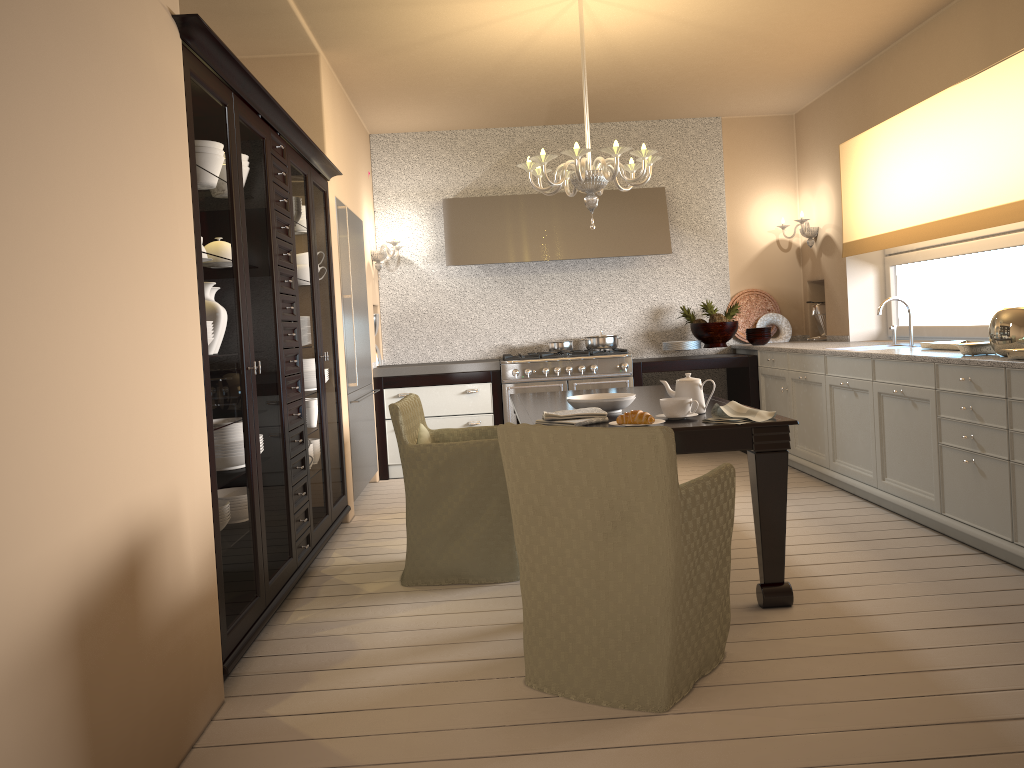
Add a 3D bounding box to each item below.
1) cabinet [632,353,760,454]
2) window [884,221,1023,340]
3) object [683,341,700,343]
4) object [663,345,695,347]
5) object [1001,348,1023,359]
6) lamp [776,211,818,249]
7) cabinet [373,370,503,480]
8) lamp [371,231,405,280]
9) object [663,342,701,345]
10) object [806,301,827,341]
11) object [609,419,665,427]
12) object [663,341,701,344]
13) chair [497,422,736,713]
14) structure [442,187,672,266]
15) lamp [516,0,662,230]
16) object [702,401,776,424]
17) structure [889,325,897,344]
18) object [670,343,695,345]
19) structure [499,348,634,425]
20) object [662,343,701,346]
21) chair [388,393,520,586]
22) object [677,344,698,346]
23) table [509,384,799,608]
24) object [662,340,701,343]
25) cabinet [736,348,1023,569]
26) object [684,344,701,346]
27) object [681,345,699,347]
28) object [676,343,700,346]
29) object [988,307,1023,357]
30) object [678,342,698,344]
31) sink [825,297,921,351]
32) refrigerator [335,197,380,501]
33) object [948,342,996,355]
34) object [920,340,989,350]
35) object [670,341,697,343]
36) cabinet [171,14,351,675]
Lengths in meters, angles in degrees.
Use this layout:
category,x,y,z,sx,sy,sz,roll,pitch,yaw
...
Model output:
category,x,y,z,sx,sy,sz,roll,pitch,yaw
cabinet,1.311,0.165,6.600,0.896,0.724,0.601,-3,2,-2
window,2.655,-0.881,4.374,0.047,1.351,3.572,-3,3,-2
object,1.236,-0.300,6.457,0.278,0.011,0.278,-4,4,-14
object,1.237,-0.275,6.458,0.278,0.011,0.278,-4,4,-14
object,1.993,-0.107,3.138,0.274,0.034,0.447,-3,4,-2
lamp,2.187,-1.149,6.667,0.264,0.266,0.480,-3,3,-3
cabinet,-0.517,0.274,6.531,0.896,0.724,0.637,-3,2,-2
lamp,-0.935,-0.942,6.577,0.269,0.340,0.480,-3,3,-3
object,1.237,-0.292,6.457,0.278,0.011,0.278,-4,4,-14
object,2.451,-0.487,6.737,0.391,0.306,0.383,-3,3,-2
object,0.433,0.139,3.073,0.194,0.014,0.194,-5,4,-26
object,1.237,-0.297,6.456,0.278,0.011,0.278,-4,4,-14
chair,0.332,0.484,2.602,0.563,0.800,0.562,-2,3,34
structure,0.324,-1.174,6.685,1.661,0.510,0.480,-3,2,-2
lamp,0.356,-1.301,4.231,0.675,1.126,0.702,-3,2,17
object,0.793,0.094,3.077,0.205,0.063,0.197,-6,4,-39
structure,2.299,-0.286,5.341,0.037,0.135,0.024,-3,1,-2
object,1.237,-0.289,6.457,0.278,0.011,0.278,-4,4,-14
structure,0.395,0.166,6.519,0.929,0.804,0.706,-3,2,-2
object,1.238,-0.283,6.457,0.278,0.011,0.278,-4,4,-14
chair,-0.203,0.442,3.766,0.561,0.800,0.564,-3,2,4
object,1.238,-0.280,6.458,0.278,0.011,0.278,-4,4,-14
table,0.493,0.415,3.962,0.918,0.653,1.994,-3,3,-2
object,1.237,-0.306,6.457,0.278,0.011,0.278,-4,4,-14
cabinet,2.194,0.197,4.897,0.846,0.770,4.228,-3,3,-2
object,1.238,-0.278,6.457,0.278,0.011,0.278,-4,4,-14
object,1.239,-0.272,6.458,0.278,0.011,0.278,-4,4,-14
object,1.237,-0.286,6.456,0.278,0.011,0.278,-4,4,-14
object,2.028,-0.209,3.522,0.235,0.195,0.236,-3,3,15
object,1.237,-0.294,6.457,0.278,0.011,0.278,-4,4,-14
sink,2.070,-0.248,5.017,0.458,0.481,0.539,-3,3,-2
refrigerator,-1.277,-0.209,5.569,0.741,1.732,1.104,-3,2,-2
object,1.966,-0.149,3.721,0.197,0.048,0.153,-3,3,-2
object,2.205,-0.190,4.304,0.241,0.030,0.429,-3,4,-2
object,1.236,-0.302,6.457,0.278,0.011,0.278,-4,4,-14
cabinet,-1.283,-0.138,3.657,0.888,1.838,2.492,-3,3,-2
